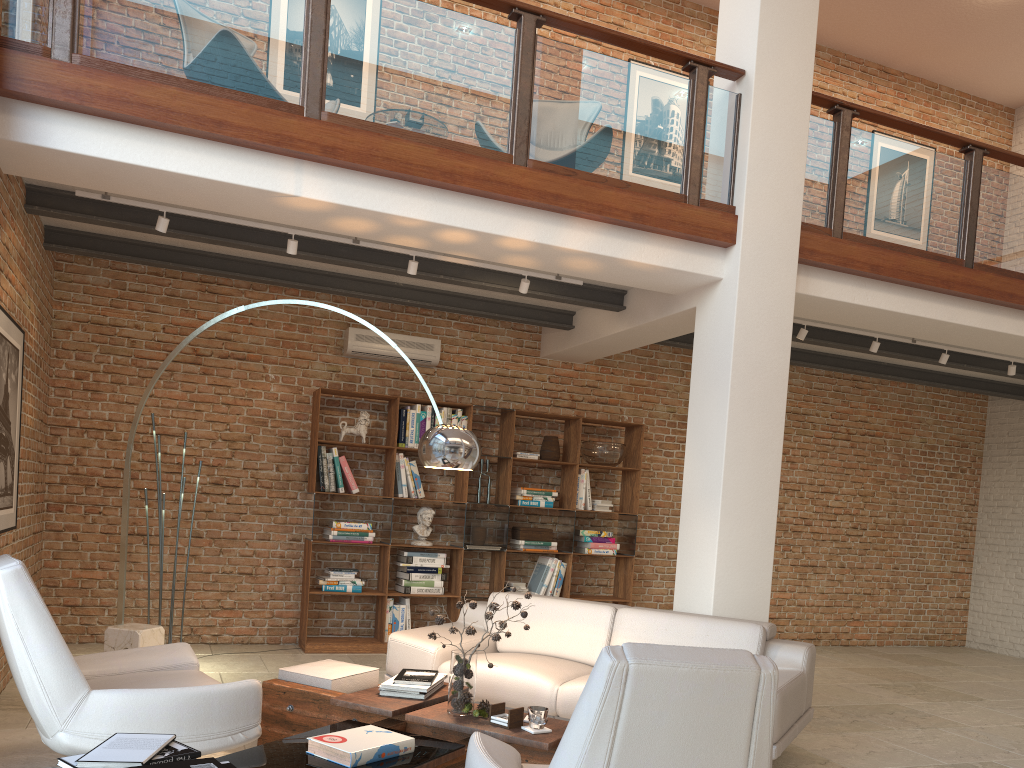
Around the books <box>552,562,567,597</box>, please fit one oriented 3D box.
[{"bbox_3d":[0.404,1.829,8.194,0.117,0.333,0.254,3,-1,-22],"label":"books"}]

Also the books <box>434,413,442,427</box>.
[{"bbox_3d":[-0.687,0.425,7.648,0.056,0.328,0.254,3,-1,-22],"label":"books"}]

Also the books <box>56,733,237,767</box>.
[{"bbox_3d":[-1.003,1.055,2.387,0.393,0.079,0.568,10,-10,-37],"label":"books"}]

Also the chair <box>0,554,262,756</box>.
[{"bbox_3d":[-1.698,1.238,3.720,0.991,0.995,1.024,6,-3,-37],"label":"chair"}]

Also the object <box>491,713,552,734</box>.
[{"bbox_3d":[0.090,1.460,3.770,0.248,0.034,0.274,-3,-10,40],"label":"object"}]

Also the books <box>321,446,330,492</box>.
[{"bbox_3d":[-1.591,0.717,7.334,0.092,0.383,0.243,3,0,-22],"label":"books"}]

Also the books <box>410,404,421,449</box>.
[{"bbox_3d":[-0.854,0.378,7.589,0.036,0.382,0.243,3,0,-22],"label":"books"}]

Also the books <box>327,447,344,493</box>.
[{"bbox_3d":[-1.487,0.730,7.363,0.122,0.380,0.243,3,0,-22],"label":"books"}]

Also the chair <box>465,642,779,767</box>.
[{"bbox_3d":[0.375,1.230,2.656,1.028,1.012,0.975,4,-2,-5],"label":"chair"}]

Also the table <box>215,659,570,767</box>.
[{"bbox_3d":[-0.431,1.605,3.712,2.198,0.427,1.993,0,-9,29],"label":"table"}]

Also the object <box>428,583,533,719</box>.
[{"bbox_3d":[-0.106,1.191,3.975,0.315,0.605,0.546,4,-1,39],"label":"object"}]

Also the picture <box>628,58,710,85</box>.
[{"bbox_3d":[1.501,-2.465,8.541,0.918,1.194,0.027,4,2,-22],"label":"picture"}]

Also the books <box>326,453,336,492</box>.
[{"bbox_3d":[-1.552,0.750,7.372,0.103,0.333,0.254,3,-1,-22],"label":"books"}]

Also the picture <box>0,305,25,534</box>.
[{"bbox_3d":[-2.808,0.233,4.836,0.028,1.192,0.911,3,-1,-22],"label":"picture"}]

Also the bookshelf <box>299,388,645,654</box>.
[{"bbox_3d":[-0.294,1.318,7.864,3.050,2.195,0.362,6,2,-22],"label":"bookshelf"}]

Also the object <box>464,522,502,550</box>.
[{"bbox_3d":[-0.291,1.364,7.850,0.337,0.232,0.284,6,-4,-22],"label":"object"}]

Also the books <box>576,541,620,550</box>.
[{"bbox_3d":[0.824,1.544,8.346,0.329,0.055,0.255,8,-8,-27],"label":"books"}]

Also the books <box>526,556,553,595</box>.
[{"bbox_3d":[0.250,1.794,8.151,0.164,0.371,0.243,4,0,-22],"label":"books"}]

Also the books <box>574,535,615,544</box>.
[{"bbox_3d":[0.782,1.484,8.336,0.328,0.055,0.255,7,-8,-22],"label":"books"}]

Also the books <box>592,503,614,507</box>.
[{"bbox_3d":[0.842,1.152,8.316,0.172,0.019,0.237,7,-8,-18],"label":"books"}]

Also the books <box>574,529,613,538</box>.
[{"bbox_3d":[0.770,1.427,8.327,0.327,0.055,0.256,6,-8,-12],"label":"books"}]

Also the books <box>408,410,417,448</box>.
[{"bbox_3d":[-0.898,0.399,7.569,0.056,0.328,0.254,3,-1,-22],"label":"books"}]

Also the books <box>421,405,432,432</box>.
[{"bbox_3d":[-0.765,0.388,7.619,0.036,0.382,0.243,3,0,-22],"label":"books"}]

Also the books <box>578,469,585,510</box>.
[{"bbox_3d":[0.603,0.991,8.208,0.036,0.382,0.243,3,0,-22],"label":"books"}]

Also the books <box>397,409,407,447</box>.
[{"bbox_3d":[-0.977,0.392,7.557,0.056,0.328,0.254,3,-1,-22],"label":"books"}]

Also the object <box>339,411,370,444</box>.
[{"bbox_3d":[-1.326,0.356,7.346,0.252,0.282,0.130,4,1,-14],"label":"object"}]

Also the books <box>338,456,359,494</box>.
[{"bbox_3d":[-1.413,0.774,7.421,0.196,0.318,0.254,4,-1,-22],"label":"books"}]

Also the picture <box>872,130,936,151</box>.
[{"bbox_3d":[4.309,-2.114,9.684,0.918,1.194,0.027,4,2,-22],"label":"picture"}]

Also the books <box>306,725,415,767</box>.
[{"bbox_3d":[-0.578,1.386,3.345,0.254,0.056,0.330,-2,-10,38],"label":"books"}]

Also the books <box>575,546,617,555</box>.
[{"bbox_3d":[0.797,1.597,8.339,0.328,0.055,0.256,7,-8,-19],"label":"books"}]

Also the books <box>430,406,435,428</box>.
[{"bbox_3d":[-0.734,0.394,7.643,0.036,0.382,0.243,3,0,-22],"label":"books"}]

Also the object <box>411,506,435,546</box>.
[{"bbox_3d":[-0.783,1.250,7.675,0.196,0.349,0.193,4,0,-6],"label":"object"}]

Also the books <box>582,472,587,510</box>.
[{"bbox_3d":[0.625,1.009,8.228,0.021,0.358,0.271,3,-1,-22],"label":"books"}]

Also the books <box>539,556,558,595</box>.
[{"bbox_3d":[0.298,1.796,8.145,0.162,0.372,0.243,4,0,-22],"label":"books"}]

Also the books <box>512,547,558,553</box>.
[{"bbox_3d":[0.209,1.539,8.103,0.358,0.020,0.273,7,-9,-23],"label":"books"}]

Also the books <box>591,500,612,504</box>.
[{"bbox_3d":[0.838,1.124,8.308,0.133,0.033,0.206,8,-9,-31],"label":"books"}]

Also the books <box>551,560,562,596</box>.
[{"bbox_3d":[0.358,1.817,8.191,0.098,0.353,0.271,3,-1,-22],"label":"books"}]

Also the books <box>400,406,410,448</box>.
[{"bbox_3d":[-0.939,0.383,7.570,0.021,0.358,0.271,3,-1,-22],"label":"books"}]

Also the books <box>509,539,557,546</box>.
[{"bbox_3d":[0.195,1.469,8.071,0.382,0.036,0.245,7,-8,-23],"label":"books"}]

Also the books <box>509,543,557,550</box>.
[{"bbox_3d":[0.193,1.510,8.110,0.382,0.036,0.245,8,-9,-26],"label":"books"}]

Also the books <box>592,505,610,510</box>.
[{"bbox_3d":[0.835,1.176,8.310,0.133,0.033,0.207,5,-8,-12],"label":"books"}]

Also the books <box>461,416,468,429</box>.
[{"bbox_3d":[-0.470,0.457,7.770,0.056,0.328,0.254,3,-1,-22],"label":"books"}]

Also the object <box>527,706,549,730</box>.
[{"bbox_3d":[0.108,1.412,3.685,0.091,0.084,0.092,2,-3,28],"label":"object"}]

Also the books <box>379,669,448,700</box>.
[{"bbox_3d":[-0.488,1.476,4.309,0.249,0.074,0.405,3,-8,10],"label":"books"}]

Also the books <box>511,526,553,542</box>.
[{"bbox_3d":[0.187,1.391,8.071,0.337,0.118,0.213,7,-6,-22],"label":"books"}]

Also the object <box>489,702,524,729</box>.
[{"bbox_3d":[-0.024,1.425,3.749,0.114,0.082,0.095,0,-5,40],"label":"object"}]

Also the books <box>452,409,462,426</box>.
[{"bbox_3d":[-0.507,0.422,7.735,0.036,0.382,0.243,3,0,-22],"label":"books"}]

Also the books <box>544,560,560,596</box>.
[{"bbox_3d":[0.342,1.812,8.174,0.098,0.353,0.271,3,-1,-22],"label":"books"}]

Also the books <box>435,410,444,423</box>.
[{"bbox_3d":[-0.656,0.417,7.675,0.021,0.358,0.271,3,-1,-22],"label":"books"}]

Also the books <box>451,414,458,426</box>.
[{"bbox_3d":[-0.551,0.443,7.713,0.056,0.328,0.254,3,-1,-22],"label":"books"}]

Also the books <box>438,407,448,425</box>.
[{"bbox_3d":[-0.634,0.408,7.698,0.036,0.382,0.243,3,0,-22],"label":"books"}]

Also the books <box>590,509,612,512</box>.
[{"bbox_3d":[0.835,1.205,8.328,0.171,0.019,0.237,6,-8,-14],"label":"books"}]

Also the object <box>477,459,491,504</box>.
[{"bbox_3d":[-0.249,0.873,7.810,0.122,0.398,0.061,3,2,-19],"label":"object"}]

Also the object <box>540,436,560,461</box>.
[{"bbox_3d":[0.353,0.597,8.023,0.192,0.232,0.195,3,-2,26],"label":"object"}]

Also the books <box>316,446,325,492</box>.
[{"bbox_3d":[-1.622,0.712,7.313,0.092,0.383,0.243,3,0,-22],"label":"books"}]

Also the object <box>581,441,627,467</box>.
[{"bbox_3d":[0.867,0.674,8.279,0.437,0.218,0.440,2,-6,20],"label":"object"}]
